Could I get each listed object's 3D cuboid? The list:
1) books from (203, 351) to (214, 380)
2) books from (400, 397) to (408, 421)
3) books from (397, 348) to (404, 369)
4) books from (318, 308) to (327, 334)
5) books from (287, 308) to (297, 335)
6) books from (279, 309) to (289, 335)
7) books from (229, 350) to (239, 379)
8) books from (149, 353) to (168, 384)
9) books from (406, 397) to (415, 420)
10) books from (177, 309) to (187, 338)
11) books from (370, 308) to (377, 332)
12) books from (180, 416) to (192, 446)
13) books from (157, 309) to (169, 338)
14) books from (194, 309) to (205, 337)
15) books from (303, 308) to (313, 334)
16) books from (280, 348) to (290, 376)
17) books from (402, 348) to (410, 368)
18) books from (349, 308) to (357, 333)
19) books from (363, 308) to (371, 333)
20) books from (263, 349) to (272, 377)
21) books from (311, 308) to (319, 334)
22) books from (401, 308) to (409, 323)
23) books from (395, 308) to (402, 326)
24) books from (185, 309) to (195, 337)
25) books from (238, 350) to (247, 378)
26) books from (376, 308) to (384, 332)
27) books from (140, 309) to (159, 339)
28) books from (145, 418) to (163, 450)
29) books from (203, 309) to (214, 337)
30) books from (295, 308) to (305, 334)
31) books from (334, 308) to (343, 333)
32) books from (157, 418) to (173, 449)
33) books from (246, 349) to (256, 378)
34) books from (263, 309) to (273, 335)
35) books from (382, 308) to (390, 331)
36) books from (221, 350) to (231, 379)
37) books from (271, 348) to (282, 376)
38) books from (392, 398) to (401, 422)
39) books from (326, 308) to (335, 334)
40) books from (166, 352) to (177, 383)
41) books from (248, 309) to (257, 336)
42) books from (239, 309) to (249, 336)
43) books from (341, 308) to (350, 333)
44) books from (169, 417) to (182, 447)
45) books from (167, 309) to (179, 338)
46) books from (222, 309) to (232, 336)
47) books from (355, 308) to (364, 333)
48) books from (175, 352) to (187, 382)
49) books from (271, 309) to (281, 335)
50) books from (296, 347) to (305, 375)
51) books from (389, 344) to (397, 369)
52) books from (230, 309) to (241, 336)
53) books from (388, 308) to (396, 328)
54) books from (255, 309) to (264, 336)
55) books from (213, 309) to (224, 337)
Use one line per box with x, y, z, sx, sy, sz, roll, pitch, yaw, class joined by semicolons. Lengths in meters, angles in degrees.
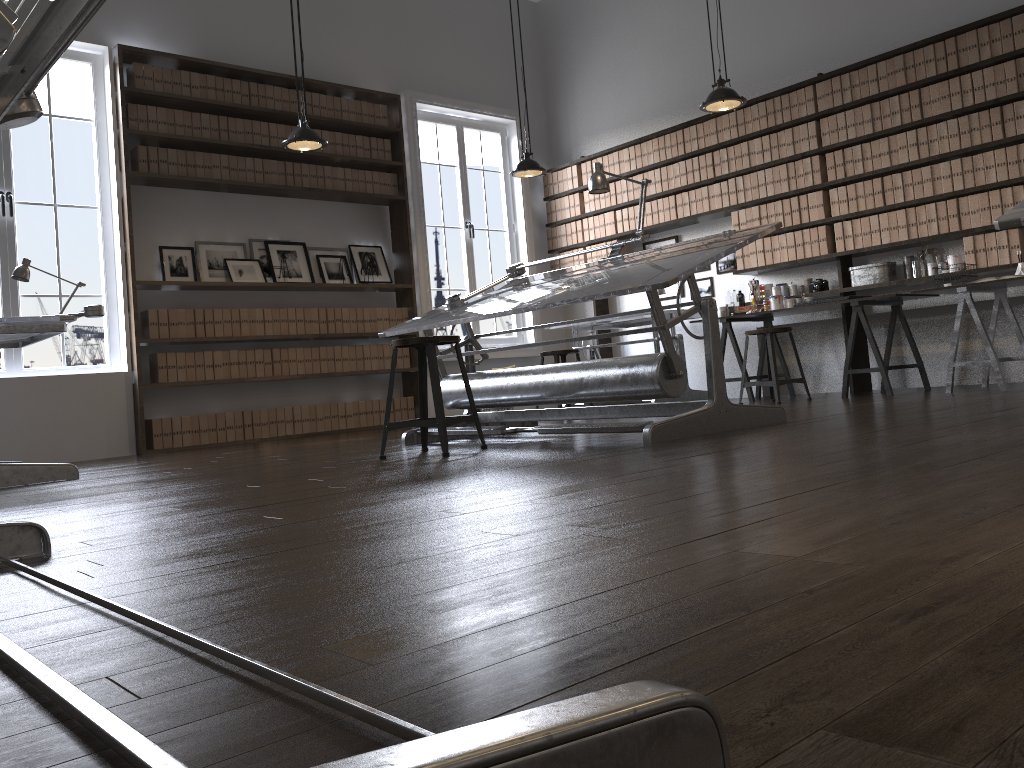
-2.369;-0.137;6.829;0.067;0.226;0.174;-2;-3;-41;books
-1.016;0.236;7.956;0.067;0.226;0.174;-2;-3;-41;books
-1.060;-0.245;7.977;0.067;0.226;0.174;-2;-3;-41;books
-1.645;-0.520;7.508;0.067;0.226;0.174;-2;-3;-41;books
-1.856;-0.503;7.319;0.067;0.226;0.174;-2;-3;-41;books
-1.911;-0.498;7.276;0.067;0.226;0.174;-2;-3;-41;books
-2.216;-0.149;6.961;0.067;0.226;0.174;-2;-3;-41;books
-2.636;-0.115;6.594;0.067;0.226;0.174;-2;-3;-41;books
-0.957;0.231;8.004;0.067;0.226;0.174;-2;-3;-41;books
-2.540;-0.446;6.724;0.067;0.226;0.174;-2;-3;-41;books
-1.270;-0.551;7.833;0.067;0.226;0.174;-2;-3;-41;books
-2.483;0.357;6.672;0.067;0.226;0.174;-2;-3;-41;books
-2.639;-0.438;6.632;0.067;0.226;0.174;-2;-3;-41;books
-2.433;-0.455;6.813;0.067;0.226;0.174;-2;-3;-41;books
-1.745;-0.512;7.412;0.067;0.226;0.174;-2;-3;-41;books
-1.897;-0.176;7.248;0.067;0.226;0.174;-2;-3;-41;books
-1.004;-0.249;8.021;0.067;0.226;0.174;-2;-3;-41;books
-1.425;-0.538;7.699;0.067;0.226;0.174;-2;-3;-41;books
-1.317;-0.547;7.786;0.067;0.226;0.174;-2;-3;-41;books
-2.009;-0.166;7.150;0.067;0.226;0.174;-2;-3;-41;books
-1.700;-0.516;7.457;0.067;0.226;0.174;-2;-3;-41;books
-1.015;-0.572;8.049;0.067;0.226;0.174;-2;-3;-41;books
-1.068;-0.568;8.012;0.067;0.226;0.174;-2;-3;-41;books
-2.492;-0.450;6.769;0.067;0.226;0.174;-2;-3;-41;books
-2.169;-0.153;7.009;0.067;0.226;0.174;-2;-3;-41;books
-1.221;-0.555;7.873;0.067;0.226;0.174;-2;-3;-41;books
-2.696;-0.433;6.587;0.067;0.226;0.174;-2;-3;-41;books
-2.646;0.371;6.535;0.067;0.226;0.174;-2;-3;-41;books
-2.380;-0.459;6.867;0.067;0.226;0.174;-2;-3;-41;books
-1.799;-0.507;7.364;0.067;0.226;0.174;-2;-3;-41;books
-1.532;-0.529;7.606;0.067;0.226;0.174;-2;-3;-41;books
-2.592;0.366;6.579;0.067;0.226;0.174;-2;-3;-41;books
-2.116;-0.157;7.056;0.067;0.226;0.174;-2;-3;-41;books
-2.013;-0.490;7.180;0.067;0.226;0.174;-2;-3;-41;books
-1.170;-0.559;7.915;0.067;0.226;0.174;-2;-3;-41;books
-2.270;-0.145;6.920;0.067;0.226;0.174;-2;-3;-41;books
-1.949;-0.171;7.195;0.067;0.226;0.174;-2;-3;-41;books
-1.068;0.240;7.903;0.067;0.226;0.174;-2;-3;-41;books
-1.585;-0.525;7.553;0.067;0.226;0.174;-2;-3;-41;books
-2.581;-0.119;6.642;0.067;0.226;0.174;-2;-3;-41;books
-2.117;-0.481;7.094;0.067;0.226;0.174;-2;-3;-41;books
-2.165;-0.477;7.046;0.067;0.226;0.174;-2;-3;-41;books
-1.476;-0.534;7.650;0.067;0.226;0.174;-2;-3;-41;books
-2.537;0.361;6.623;0.067;0.226;0.174;-2;-3;-41;books
-2.585;-0.442;6.679;0.067;0.226;0.174;-2;-3;-41;books
-2.273;-0.468;6.960;0.067;0.226;0.174;-2;-3;-41;books
-1.372;-0.543;7.746;0.067;0.226;0.174;-2;-3;-41;books
-2.529;-0.123;6.692;0.067;0.226;0.174;-2;-3;-41;books
-1.963;-0.494;7.229;0.067;0.226;0.174;-2;-3;-41;books
-1.791;-0.184;7.336;0.067;0.226;0.174;-2;-3;-41;books
-1.113;-0.240;7.931;0.067;0.226;0.174;-2;-3;-41;books
-2.219;-0.473;7.006;0.067;0.226;0.174;-2;-3;-41;books
-1.120;-0.564;7.964;0.067;0.226;0.174;-2;-3;-41;books
-2.069;-0.485;7.134;0.067;0.226;0.174;-2;-3;-41;books
-2.323;-0.464;6.910;0.067;0.226;0.174;-2;-3;-41;books
